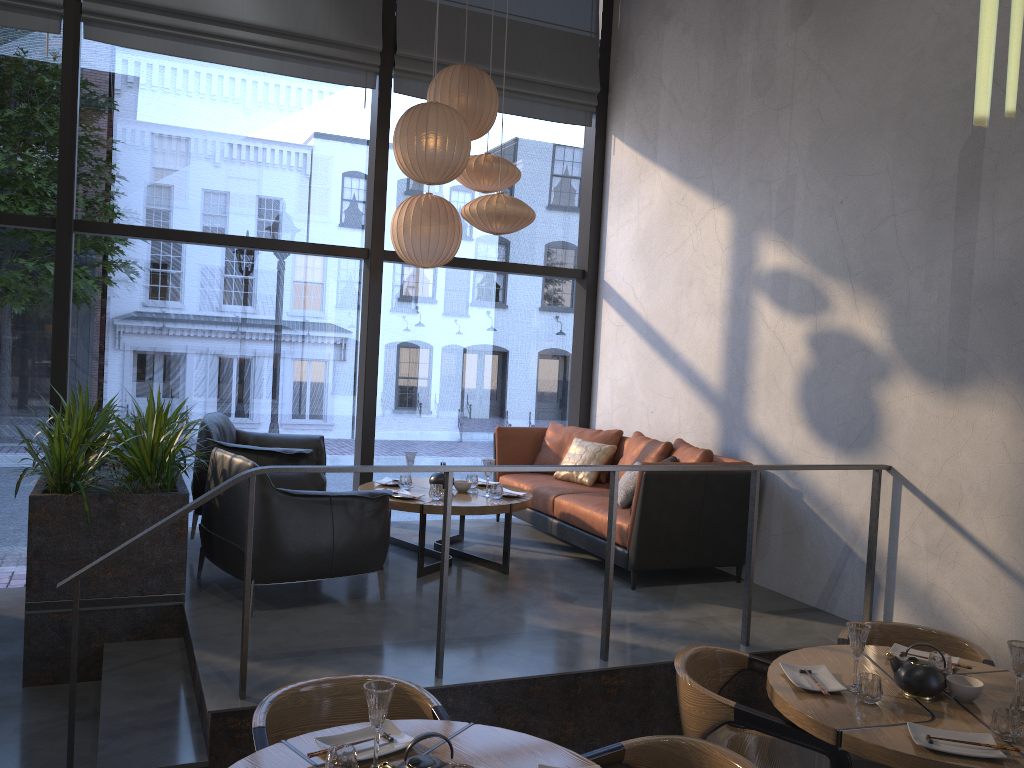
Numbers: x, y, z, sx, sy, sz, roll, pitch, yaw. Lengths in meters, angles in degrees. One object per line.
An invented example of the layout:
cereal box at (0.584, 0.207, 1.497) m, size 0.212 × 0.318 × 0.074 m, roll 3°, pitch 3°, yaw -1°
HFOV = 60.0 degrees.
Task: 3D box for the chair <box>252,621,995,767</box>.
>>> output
chair at (-1.793, 1.376, 0.222) m, size 9.749 × 0.759 × 4.352 m, roll 2°, pitch 2°, yaw -23°

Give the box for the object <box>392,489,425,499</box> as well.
object at (-0.638, 0.662, 5.279) m, size 0.170 × 0.025 × 0.294 m, roll 1°, pitch 3°, yaw -43°

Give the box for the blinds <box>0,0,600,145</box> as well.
blinds at (-6.308, -3.249, 0.400) m, size 8.760 × 2.314 × 17.610 m, roll 4°, pitch 2°, yaw 20°

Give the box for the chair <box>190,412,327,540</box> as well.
chair at (-1.645, 0.579, 5.834) m, size 0.833 × 0.743 × 1.030 m, roll 3°, pitch 2°, yaw -10°

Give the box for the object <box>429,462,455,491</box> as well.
object at (-0.446, 0.582, 5.647) m, size 0.168 × 0.179 × 0.163 m, roll 4°, pitch 2°, yaw 32°

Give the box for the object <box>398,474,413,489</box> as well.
object at (-0.671, 0.618, 5.590) m, size 0.086 × 0.086 × 0.086 m, roll 4°, pitch 2°, yaw 14°

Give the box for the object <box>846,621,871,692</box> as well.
object at (1.197, 0.949, 3.080) m, size 0.082 × 0.227 × 0.082 m, roll 5°, pitch 3°, yaw 38°

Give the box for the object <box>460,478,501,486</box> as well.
object at (-0.197, 0.663, 5.944) m, size 0.170 × 0.025 × 0.294 m, roll 1°, pitch 3°, yaw -43°

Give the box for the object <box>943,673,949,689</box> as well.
object at (1.527, 1.057, 3.152) m, size 0.080 × 0.042 × 0.080 m, roll 1°, pitch 3°, yaw -42°

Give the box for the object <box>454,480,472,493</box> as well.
object at (-0.311, 0.648, 5.594) m, size 0.116 × 0.065 × 0.116 m, roll 3°, pitch 2°, yaw 6°

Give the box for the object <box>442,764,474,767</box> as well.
object at (-0.116, 0.920, 1.847) m, size 0.082 × 0.227 × 0.082 m, roll 4°, pitch 2°, yaw 36°

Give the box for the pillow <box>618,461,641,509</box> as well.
pillow at (0.757, 0.636, 5.629) m, size 0.203 × 0.263 × 0.332 m, roll 3°, pitch 2°, yaw -4°

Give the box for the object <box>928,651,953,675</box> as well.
object at (1.567, 1.034, 3.250) m, size 0.086 × 0.086 × 0.086 m, roll 2°, pitch 2°, yaw -30°

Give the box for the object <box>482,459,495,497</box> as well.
object at (-0.149, 0.579, 5.477) m, size 0.082 × 0.227 × 0.082 m, roll 4°, pitch 2°, yaw 19°

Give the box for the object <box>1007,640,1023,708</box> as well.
object at (1.692, 0.979, 2.961) m, size 0.082 × 0.227 × 0.082 m, roll 3°, pitch 2°, yaw -2°

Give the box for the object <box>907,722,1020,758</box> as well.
object at (1.350, 1.074, 2.646) m, size 0.294 × 0.025 × 0.170 m, roll 4°, pitch 2°, yaw 14°

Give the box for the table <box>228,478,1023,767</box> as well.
table at (-3.041, 1.164, 1.360) m, size 10.659 × 0.968 × 6.876 m, roll 2°, pitch 2°, yaw -23°

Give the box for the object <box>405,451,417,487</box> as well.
object at (-0.655, 0.545, 5.693) m, size 0.082 × 0.227 × 0.082 m, roll 1°, pitch 3°, yaw -42°

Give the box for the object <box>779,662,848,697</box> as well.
object at (1.060, 1.042, 3.110) m, size 0.170 × 0.025 × 0.294 m, roll 3°, pitch 2°, yaw 2°

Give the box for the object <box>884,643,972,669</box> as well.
object at (1.604, 1.061, 3.409) m, size 0.294 × 0.025 × 0.170 m, roll 5°, pitch 2°, yaw 36°

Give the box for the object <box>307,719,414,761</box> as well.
object at (-0.421, 0.986, 2.420) m, size 0.294 × 0.025 × 0.170 m, roll 1°, pitch 3°, yaw -39°

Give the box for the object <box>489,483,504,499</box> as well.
object at (-0.095, 0.655, 5.416) m, size 0.086 × 0.086 × 0.086 m, roll 2°, pitch 2°, yaw -20°

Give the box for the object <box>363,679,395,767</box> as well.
object at (-0.349, 0.892, 2.300) m, size 0.082 × 0.227 × 0.082 m, roll 3°, pitch 2°, yaw -3°

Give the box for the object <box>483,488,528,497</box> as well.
object at (-0.024, 0.685, 5.551) m, size 0.170 × 0.025 × 0.294 m, roll 1°, pitch 3°, yaw -43°

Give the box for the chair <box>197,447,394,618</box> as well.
chair at (-1.174, 0.721, 4.709) m, size 0.833 × 0.743 × 1.030 m, roll 2°, pitch 3°, yaw -38°

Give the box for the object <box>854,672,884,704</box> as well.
object at (1.199, 1.023, 2.977) m, size 0.086 × 0.086 × 0.086 m, roll 3°, pitch 2°, yaw -1°

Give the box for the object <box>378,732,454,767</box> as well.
object at (-0.217, 0.930, 2.133) m, size 0.168 × 0.179 × 0.163 m, roll 4°, pitch 2°, yaw 14°

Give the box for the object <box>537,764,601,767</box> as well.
object at (0.160, 1.025, 2.204) m, size 0.170 × 0.025 × 0.294 m, roll 3°, pitch 2°, yaw -5°

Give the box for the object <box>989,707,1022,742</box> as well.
object at (1.520, 1.049, 2.728) m, size 0.086 × 0.086 × 0.086 m, roll 5°, pitch 2°, yaw 38°

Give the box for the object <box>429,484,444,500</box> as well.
object at (-0.449, 0.641, 5.259) m, size 0.086 × 0.086 × 0.086 m, roll 2°, pitch 2°, yaw -20°

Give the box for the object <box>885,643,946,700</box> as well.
object at (1.411, 0.985, 3.071) m, size 0.168 × 0.179 × 0.163 m, roll 2°, pitch 2°, yaw -20°

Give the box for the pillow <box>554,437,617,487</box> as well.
pillow at (0.525, 0.566, 6.501) m, size 0.289 × 0.311 × 0.393 m, roll 1°, pitch 3°, yaw -43°

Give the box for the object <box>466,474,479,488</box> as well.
object at (-0.261, 0.633, 5.794) m, size 0.086 × 0.086 × 0.086 m, roll 2°, pitch 2°, yaw -20°

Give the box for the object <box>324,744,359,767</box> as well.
object at (-0.429, 0.961, 2.229) m, size 0.086 × 0.086 × 0.086 m, roll 1°, pitch 3°, yaw -42°

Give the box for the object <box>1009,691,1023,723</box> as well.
object at (1.666, 1.052, 2.881) m, size 0.086 × 0.086 × 0.086 m, roll 5°, pitch 3°, yaw 42°

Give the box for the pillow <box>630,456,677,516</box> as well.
pillow at (0.865, 0.618, 5.365) m, size 0.242 × 0.345 × 0.418 m, roll 4°, pitch 2°, yaw 17°

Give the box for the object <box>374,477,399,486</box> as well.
object at (-0.785, 0.638, 5.745) m, size 0.170 × 0.025 × 0.294 m, roll 3°, pitch 2°, yaw 12°

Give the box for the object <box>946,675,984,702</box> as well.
object at (1.553, 1.051, 3.045) m, size 0.116 × 0.065 × 0.116 m, roll 3°, pitch 2°, yaw 1°
